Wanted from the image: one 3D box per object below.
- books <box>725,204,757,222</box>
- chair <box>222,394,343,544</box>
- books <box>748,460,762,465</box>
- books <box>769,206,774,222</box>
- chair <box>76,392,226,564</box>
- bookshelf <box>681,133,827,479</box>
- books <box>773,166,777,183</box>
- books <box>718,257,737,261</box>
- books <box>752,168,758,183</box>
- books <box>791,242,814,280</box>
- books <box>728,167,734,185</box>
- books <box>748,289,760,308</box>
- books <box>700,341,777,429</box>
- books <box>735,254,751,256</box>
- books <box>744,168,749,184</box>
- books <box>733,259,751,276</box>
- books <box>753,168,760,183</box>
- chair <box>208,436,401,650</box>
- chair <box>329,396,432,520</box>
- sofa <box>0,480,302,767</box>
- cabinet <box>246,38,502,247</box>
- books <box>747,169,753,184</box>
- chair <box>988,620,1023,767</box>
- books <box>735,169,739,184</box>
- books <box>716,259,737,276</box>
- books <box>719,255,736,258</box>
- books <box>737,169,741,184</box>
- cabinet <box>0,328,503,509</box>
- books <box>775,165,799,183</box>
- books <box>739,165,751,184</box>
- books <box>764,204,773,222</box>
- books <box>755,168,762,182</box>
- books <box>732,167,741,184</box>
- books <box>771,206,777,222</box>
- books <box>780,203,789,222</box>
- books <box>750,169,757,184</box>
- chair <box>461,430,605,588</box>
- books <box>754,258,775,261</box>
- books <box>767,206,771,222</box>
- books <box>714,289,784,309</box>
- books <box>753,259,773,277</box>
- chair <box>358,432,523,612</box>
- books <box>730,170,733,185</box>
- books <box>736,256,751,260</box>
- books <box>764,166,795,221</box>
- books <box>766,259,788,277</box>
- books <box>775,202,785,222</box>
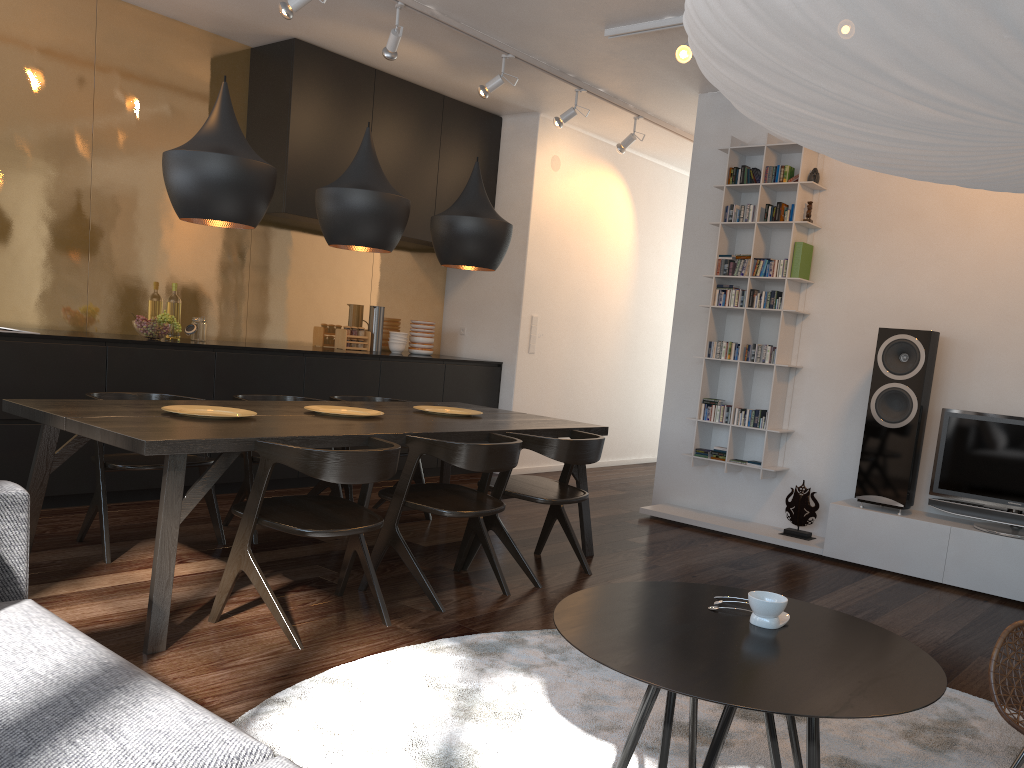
[{"bbox_3d":[1.446,-1.052,5.492,0.220,0.113,0.108,9,6,40],"label":"books"},{"bbox_3d":[-1.171,0.415,4.525,0.516,0.677,0.592,10,7,38],"label":"chair"},{"bbox_3d":[1.520,0.489,5.480,0.069,0.014,0.092,2,4,-45],"label":"books"},{"bbox_3d":[1.581,-1.021,5.344,0.013,0.093,0.069,11,8,40],"label":"books"},{"bbox_3d":[-1.650,0.398,4.000,0.516,0.677,0.592,9,7,36],"label":"chair"},{"bbox_3d":[1.509,-0.472,5.522,0.635,2.092,0.226,11,9,39],"label":"bookshelf"},{"bbox_3d":[1.598,-1.253,5.336,0.012,0.108,0.069,11,8,40],"label":"books"},{"bbox_3d":[1.356,-0.787,5.560,0.091,0.014,0.069,8,4,40],"label":"books"},{"bbox_3d":[1.499,-1.266,5.402,0.057,0.099,0.069,10,8,40],"label":"books"},{"bbox_3d":[1.745,-0.734,5.319,0.049,0.216,0.165,11,8,40],"label":"books"},{"bbox_3d":[1.371,-1.288,5.510,0.016,0.108,0.069,11,8,40],"label":"books"},{"bbox_3d":[1.494,-0.524,5.462,0.028,0.116,0.074,11,8,40],"label":"books"},{"bbox_3d":[1.437,0.000,5.552,0.466,0.515,0.122,10,8,39],"label":"books"},{"bbox_3d":[1.456,-0.792,5.475,0.111,0.015,0.093,8,4,40],"label":"books"},{"bbox_3d":[1.452,-1.273,5.439,0.019,0.100,0.074,11,8,40],"label":"books"},{"bbox_3d":[1.450,-0.717,5.491,0.113,0.108,0.096,9,7,40],"label":"books"},{"bbox_3d":[1.505,-1.265,5.396,0.057,0.099,0.069,10,8,40],"label":"books"},{"bbox_3d":[-0.698,0.531,3.181,0.516,0.677,0.592,10,7,38],"label":"chair"},{"bbox_3d":[-0.780,0.428,4.990,0.516,0.677,0.592,10,7,39],"label":"chair"},{"bbox_3d":[-0.079,0.696,1.155,3.048,0.677,2.038,8,4,40],"label":"sofa"},{"bbox_3d":[-0.922,-1.604,6.378,0.528,1.058,1.954,11,6,40],"label":"cabinet"},{"bbox_3d":[1.467,-1.267,5.428,0.028,0.094,0.069,11,8,40],"label":"books"},{"bbox_3d":[1.711,0.778,2.194,0.686,0.715,0.712,4,5,-18],"label":"chair"},{"bbox_3d":[1.409,-1.275,5.476,0.013,0.093,0.069,11,8,40],"label":"books"},{"bbox_3d":[1.357,-0.728,5.569,0.101,0.105,0.096,10,7,40],"label":"books"},{"bbox_3d":[1.358,-0.800,5.553,0.069,0.014,0.092,2,4,-45],"label":"books"},{"bbox_3d":[1.420,-1.273,5.468,0.013,0.093,0.069,11,8,40],"label":"books"},{"bbox_3d":[-2.015,0.186,5.364,0.728,0.907,5.060,10,5,40],"label":"cabinet"},{"bbox_3d":[1.674,-1.247,5.293,0.159,0.111,0.101,9,6,40],"label":"books"},{"bbox_3d":[1.436,-1.282,5.454,0.028,0.116,0.074,11,8,40],"label":"books"},{"bbox_3d":[1.556,-1.032,5.361,0.023,0.108,0.069,11,8,40],"label":"books"},{"bbox_3d":[1.512,-1.264,5.390,0.057,0.099,0.069,10,8,40],"label":"books"},{"bbox_3d":[1.394,-1.284,5.485,0.023,0.108,0.069,11,8,40],"label":"books"},{"bbox_3d":[1.593,-1.020,5.332,0.020,0.094,0.069,11,8,40],"label":"books"},{"bbox_3d":[1.632,-1.022,5.304,0.016,0.108,0.069,11,8,40],"label":"books"},{"bbox_3d":[1.484,-1.264,5.412,0.046,0.092,0.069,11,8,40],"label":"books"},{"bbox_3d":[0.131,0.556,4.175,0.516,0.677,0.592,10,7,38],"label":"chair"},{"bbox_3d":[1.542,-0.760,5.399,0.106,0.008,0.069,8,4,40],"label":"books"},{"bbox_3d":[1.571,-1.022,5.353,0.013,0.093,0.069,11,8,40],"label":"books"},{"bbox_3d":[1.490,-0.524,5.488,0.464,0.114,0.122,8,6,39],"label":"books"},{"bbox_3d":[1.536,-0.704,5.415,0.087,0.108,0.096,10,7,40],"label":"books"},{"bbox_3d":[-0.263,0.544,3.707,0.516,0.677,0.592,10,7,40],"label":"chair"},{"bbox_3d":[1.380,-1.279,5.499,0.013,0.093,0.069,11,8,40],"label":"books"},{"bbox_3d":[1.448,-0.778,5.470,0.107,0.018,0.069,8,4,40],"label":"books"},{"bbox_3d":[1.635,-1.137,5.331,0.227,0.336,0.107,10,8,40],"label":"books"},{"bbox_3d":[1.627,-0.696,5.353,0.136,0.113,0.122,9,6,40],"label":"books"},{"bbox_3d":[1.614,-1.029,5.317,0.028,0.116,0.074,11,8,40],"label":"books"}]
